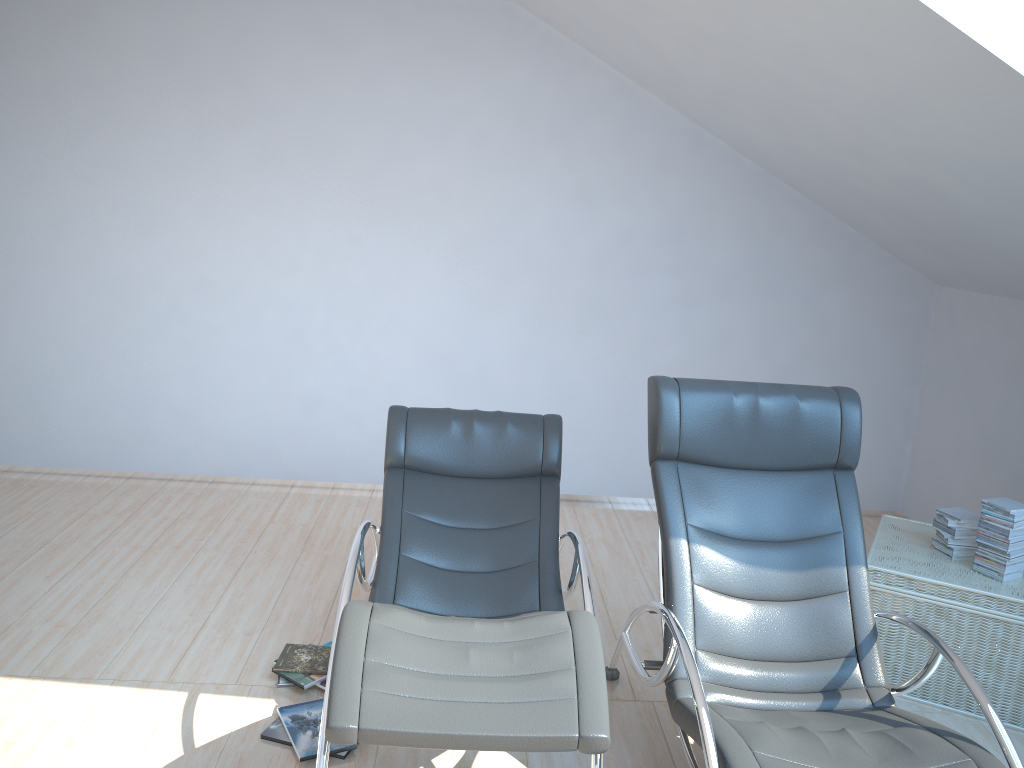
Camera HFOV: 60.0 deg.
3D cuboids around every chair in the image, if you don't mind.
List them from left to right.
[{"bbox_3d":[-0.152,0.747,2.993,0.836,0.953,2.114,3,11,-3],"label":"chair"},{"bbox_3d":[0.850,0.760,2.516,0.836,1.251,1.938,3,11,-3],"label":"chair"}]

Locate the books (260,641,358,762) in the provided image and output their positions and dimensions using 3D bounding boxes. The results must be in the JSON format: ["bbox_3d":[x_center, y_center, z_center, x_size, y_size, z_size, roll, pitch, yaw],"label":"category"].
[{"bbox_3d":[0.260,1.465,1.432,1.045,0.222,4.790,-4,14,-35],"label":"books"}]

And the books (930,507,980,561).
[{"bbox_3d":[1.854,0.627,3.699,0.162,0.184,0.165,3,11,-4],"label":"books"}]

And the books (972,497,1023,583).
[{"bbox_3d":[1.927,0.613,3.493,0.149,0.300,0.149,-3,13,-31],"label":"books"}]

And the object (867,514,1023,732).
[{"bbox_3d":[1.872,0.966,3.723,0.745,0.518,0.744,10,13,26],"label":"object"}]
